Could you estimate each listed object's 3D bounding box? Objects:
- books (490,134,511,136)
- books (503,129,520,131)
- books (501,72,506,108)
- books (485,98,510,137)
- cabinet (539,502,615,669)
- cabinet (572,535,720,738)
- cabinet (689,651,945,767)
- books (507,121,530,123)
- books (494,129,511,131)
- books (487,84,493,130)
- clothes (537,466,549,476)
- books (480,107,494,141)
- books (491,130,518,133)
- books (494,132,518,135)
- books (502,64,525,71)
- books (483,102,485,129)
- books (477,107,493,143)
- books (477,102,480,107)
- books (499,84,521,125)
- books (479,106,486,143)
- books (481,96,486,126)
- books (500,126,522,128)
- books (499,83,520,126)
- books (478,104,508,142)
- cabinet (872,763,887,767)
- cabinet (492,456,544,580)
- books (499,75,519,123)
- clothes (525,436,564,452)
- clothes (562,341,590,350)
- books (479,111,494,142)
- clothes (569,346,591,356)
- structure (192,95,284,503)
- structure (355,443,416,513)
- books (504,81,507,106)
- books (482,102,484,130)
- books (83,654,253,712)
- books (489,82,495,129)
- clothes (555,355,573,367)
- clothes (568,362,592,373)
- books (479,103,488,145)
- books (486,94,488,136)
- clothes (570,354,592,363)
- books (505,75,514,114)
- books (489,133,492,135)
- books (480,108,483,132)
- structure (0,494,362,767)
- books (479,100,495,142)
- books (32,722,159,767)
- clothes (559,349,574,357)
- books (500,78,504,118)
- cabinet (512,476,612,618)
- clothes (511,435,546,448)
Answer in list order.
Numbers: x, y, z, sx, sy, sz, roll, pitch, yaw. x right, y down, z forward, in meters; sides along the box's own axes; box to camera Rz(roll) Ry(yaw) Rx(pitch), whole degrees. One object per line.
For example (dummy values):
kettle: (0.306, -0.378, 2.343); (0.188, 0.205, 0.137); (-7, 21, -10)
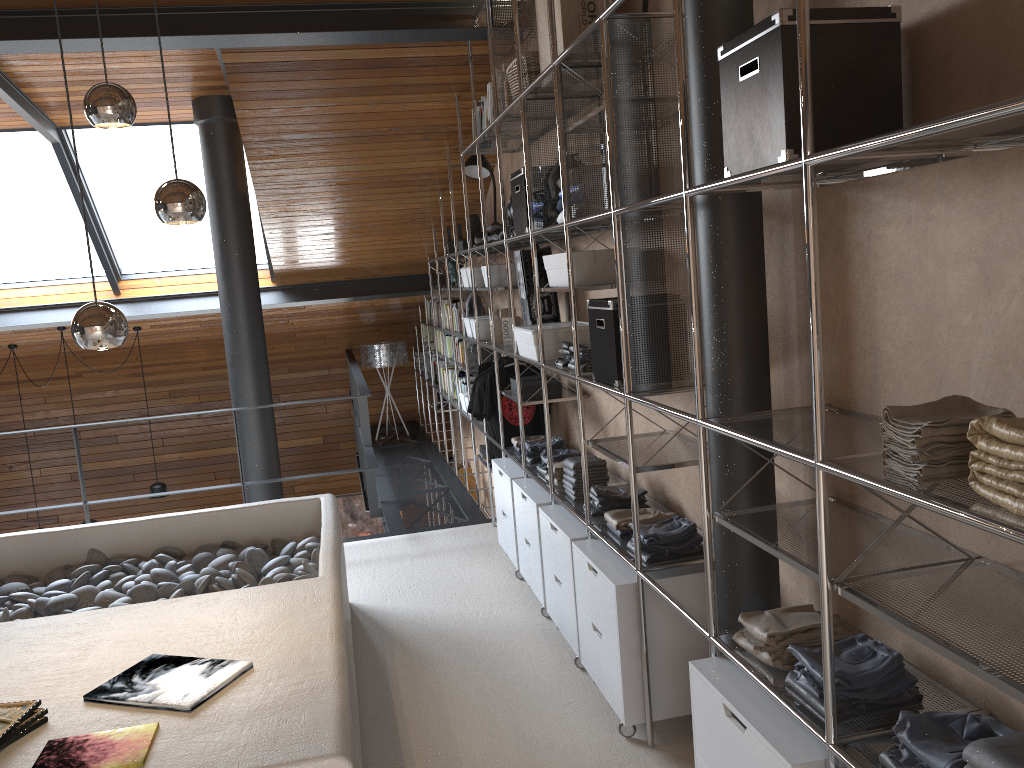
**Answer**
books: (-0.067, -1.456, 4.823); (0.126, 0.194, 0.064); (-6, 7, -11)
books: (-0.027, -1.453, 4.693); (0.164, 0.214, 0.066); (-6, 7, -11)
books: (0.019, -1.427, 4.378); (0.129, 0.231, 0.010); (-6, 7, -11)
books: (-0.081, -1.467, 4.875); (0.131, 0.202, 0.068); (-6, 7, -11)
cabinet: (0.405, 0.829, 3.775); (0.435, 0.561, 0.527); (-6, 7, -11)
cabinet: (0.517, 0.888, 3.231); (0.435, 0.561, 0.527); (-6, 7, -11)
cabinet: (0.748, 1.006, 2.136); (0.435, 0.561, 0.527); (-6, 7, -11)
books: (0.030, -1.430, 4.473); (0.136, 0.213, 0.014); (-6, 7, -11)
books: (-0.024, -1.453, 4.684); (0.170, 0.214, 0.065); (-6, 7, -10)
books: (-0.056, -1.465, 4.695); (0.148, 0.229, 0.073); (-6, 7, -11)
clothes: (0.255, 0.406, 4.383); (0.242, 0.048, 0.207); (-6, 7, -14)
books: (-0.116, -1.467, 4.999); (0.117, 0.180, 0.059); (-6, 7, -11)
books: (-0.043, -1.456, 4.734); (0.155, 0.212, 0.073); (-6, 7, -11)
books: (-0.044, -1.486, 4.777); (0.143, 0.264, 0.088); (-6, 7, -11)
books: (0.033, -1.448, 4.395); (0.143, 0.268, 0.020); (-6, 7, -11)
books: (-0.089, -1.465, 4.905); (0.138, 0.189, 0.065); (-6, 7, -11)
books: (-0.134, -1.483, 5.067); (0.127, 0.197, 0.063); (-6, 7, -11)
books: (-0.131, -1.511, 5.140); (0.143, 0.233, 0.081); (-6, 7, -12)
books: (0.001, -1.427, 4.530); (0.143, 0.199, 0.054); (-6, 7, -11)
books: (-0.124, -1.482, 5.058); (0.127, 0.197, 0.063); (-6, 7, -11)
books: (-0.105, -1.482, 4.932); (0.122, 0.227, 0.076); (-6, 7, -11)
books: (-0.007, -1.459, 4.618); (0.148, 0.229, 0.073); (-6, 7, -11)
books: (-0.005, -1.448, 4.555); (0.148, 0.234, 0.033); (-6, 7, -11)
books: (-0.102, -1.496, 5.080); (0.177, 0.214, 0.064); (-6, 7, -11)
cabinet: (0.865, 1.066, 1.581); (0.435, 0.561, 0.527); (-6, 7, -11)
cabinet: (0.170, 0.711, 4.874); (0.435, 0.561, 0.527); (-6, 7, -11)
books: (0.017, -1.441, 4.483); (0.148, 0.234, 0.013); (-6, 7, -11)
clothes: (0.170, 0.318, 4.715); (0.200, 0.052, 0.194); (-6, 7, -10)
clothes: (0.323, -0.164, 3.809); (0.200, 0.052, 0.194); (-6, 7, -10)
books: (-0.126, -1.467, 5.050); (0.119, 0.169, 0.058); (-6, 7, -11)
clothes: (0.349, -0.142, 3.572); (0.200, 0.052, 0.194); (-6, 7, -10)
structure: (-1.741, 0.877, 6.171); (1.197, 5.699, 1.689); (-6, 7, -11)
structure: (-1.398, 1.067, 9.976); (0.461, 0.735, 0.488); (1, 9, 38)
books: (0.032, -1.401, 4.371); (0.131, 0.181, 0.014); (-6, 7, -11)
books: (-0.109, -1.466, 4.923); (0.111, 0.194, 0.059); (-6, 7, -11)
books: (-0.923, 0.802, 2.395); (0.347, 0.019, 0.260); (-2, 8, 20)
books: (-0.046, -1.460, 4.650); (0.148, 0.229, 0.073); (-6, 7, -11)
clothes: (0.315, -0.110, 3.825); (0.243, 0.045, 0.208); (-6, 7, -12)
clothes: (0.366, -0.087, 3.569); (0.243, 0.045, 0.208); (-6, 7, -11)
books: (-0.124, -1.505, 5.127); (0.129, 0.226, 0.069); (-6, 7, -11)
books: (-0.073, -1.468, 4.832); (0.133, 0.215, 0.070); (-6, 7, -11)
clothes: (0.348, -0.110, 3.559); (0.215, 0.047, 0.191); (-6, 7, -11)
books: (0.037, -1.411, 4.354); (0.129, 0.203, 0.021); (-6, 7, -11)
books: (-0.065, -1.458, 4.805); (0.123, 0.201, 0.071); (-6, 7, -11)
books: (-0.118, -1.458, 4.962); (0.111, 0.171, 0.056); (-6, 7, -11)
structure: (-2.857, 0.943, 2.783); (4.614, 1.120, 2.634); (-6, 7, -11)
books: (-0.100, -1.489, 5.009); (0.161, 0.220, 0.074); (-6, 7, -11)
books: (-0.961, 0.850, 2.041); (0.251, 0.013, 0.188); (-6, 7, -11)
clothes: (0.329, -0.136, 3.829); (0.215, 0.047, 0.191); (-6, 7, -12)
books: (0.020, -1.420, 4.425); (0.148, 0.206, 0.018); (-6, 7, -11)
cabinet: (0.288, 0.769, 4.332); (0.435, 0.561, 0.527); (-6, 7, -11)
clothes: (0.117, 0.316, 4.961); (0.221, 0.050, 0.196); (-6, 7, -9)
